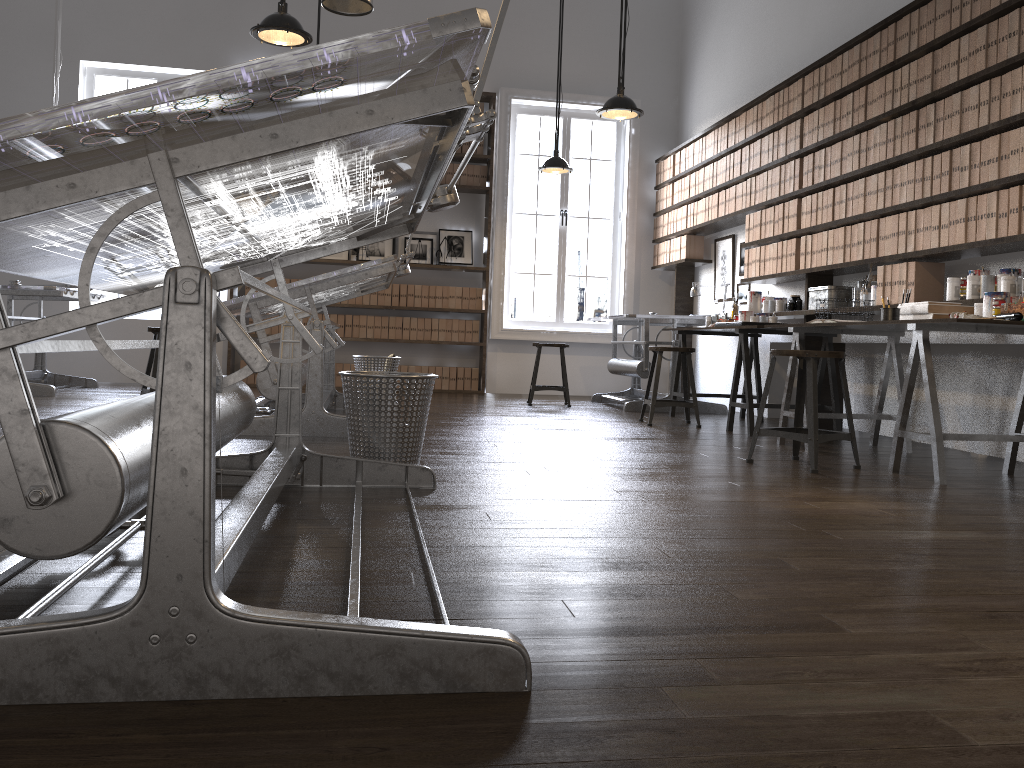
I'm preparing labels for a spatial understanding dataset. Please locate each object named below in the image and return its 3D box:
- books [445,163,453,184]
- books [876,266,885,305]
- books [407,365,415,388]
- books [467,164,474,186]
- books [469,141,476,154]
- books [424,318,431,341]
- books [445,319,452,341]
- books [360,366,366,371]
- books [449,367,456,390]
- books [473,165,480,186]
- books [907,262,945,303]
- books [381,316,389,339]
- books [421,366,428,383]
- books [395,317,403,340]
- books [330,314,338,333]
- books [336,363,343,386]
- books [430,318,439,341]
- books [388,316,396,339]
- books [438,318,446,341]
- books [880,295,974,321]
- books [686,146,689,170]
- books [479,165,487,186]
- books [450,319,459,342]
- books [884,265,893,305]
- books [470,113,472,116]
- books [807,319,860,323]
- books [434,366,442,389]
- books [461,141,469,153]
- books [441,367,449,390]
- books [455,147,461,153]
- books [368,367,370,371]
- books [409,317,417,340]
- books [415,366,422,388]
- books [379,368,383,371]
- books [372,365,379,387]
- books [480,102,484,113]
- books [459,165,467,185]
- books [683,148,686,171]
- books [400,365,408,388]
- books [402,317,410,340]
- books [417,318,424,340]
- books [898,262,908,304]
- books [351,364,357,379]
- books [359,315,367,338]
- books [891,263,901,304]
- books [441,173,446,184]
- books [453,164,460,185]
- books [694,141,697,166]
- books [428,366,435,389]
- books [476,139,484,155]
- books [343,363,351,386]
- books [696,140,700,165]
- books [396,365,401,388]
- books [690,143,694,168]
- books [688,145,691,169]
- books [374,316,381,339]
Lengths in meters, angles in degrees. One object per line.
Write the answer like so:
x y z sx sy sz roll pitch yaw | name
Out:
-0.637 -2.092 8.909 0.066 0.226 0.174 2 1 -10 | books
2.173 -0.555 5.038 0.174 0.226 0.067 2 0 -9 | books
-1.008 -0.069 8.840 0.066 0.225 0.174 2 1 -9 | books
-0.430 -2.086 8.936 0.067 0.226 0.174 2 1 -10 | books
-0.406 -2.397 8.948 0.066 0.225 0.174 2 1 -10 | books
-0.850 -0.547 8.869 0.066 0.226 0.174 2 1 -10 | books
-0.647 -0.541 8.902 0.066 0.225 0.174 2 1 -10 | books
-1.486 -0.084 8.759 0.067 0.226 0.174 2 1 -9 | books
-0.605 -0.057 8.910 0.066 0.226 0.174 2 1 -10 | books
-0.369 -2.084 8.951 0.066 0.225 0.174 2 1 -9 | books
2.225 -0.541 4.763 0.174 0.226 0.067 2 0 -9 | books
-1.266 -0.560 8.800 0.066 0.226 0.174 2 1 -9 | books
-0.880 -0.065 8.858 0.067 0.226 0.174 2 1 -10 | books
-1.129 -0.555 8.817 0.067 0.226 0.174 2 1 -10 | books
-1.757 -0.575 8.715 0.066 0.226 0.174 2 1 -10 | books
-1.701 -0.090 8.721 0.067 0.226 0.174 2 1 -9 | books
-0.780 -0.545 8.877 0.067 0.226 0.174 2 1 -9 | books
-1.192 -0.558 8.811 0.066 0.225 0.174 2 1 -9 | books
-0.709 -0.543 8.891 0.066 0.225 0.174 2 1 -10 | books
1.975 -0.350 4.251 0.385 0.147 0.295 2 2 -9 | books
1.706 -2.081 8.207 0.174 0.226 0.067 2 0 -9 | books
-0.300 -2.082 8.963 0.066 0.226 0.174 2 1 -9 | books
-0.581 -0.539 8.909 0.067 0.226 0.174 2 1 -9 | books
2.190 -0.552 4.973 0.174 0.226 0.067 2 0 -9 | books
-0.400 -2.716 8.949 0.066 0.226 0.174 2 1 -10 | books
1.733 -0.319 4.613 0.256 0.029 0.355 2 3 -9 | books
-0.745 -0.062 8.887 0.066 0.226 0.174 2 1 -9 | books
-0.478 -2.399 8.930 0.067 0.226 0.174 2 1 -9 | books
-0.674 -0.059 8.894 0.066 0.226 0.174 2 1 -10 | books
-0.553 -2.402 8.923 0.066 0.226 0.174 2 1 -10 | books
-1.414 -0.082 8.773 0.066 0.225 0.174 2 1 -10 | books
-0.987 -0.551 8.844 0.066 0.226 0.174 2 1 -9 | books
-0.947 -0.068 8.852 0.066 0.225 0.174 2 1 -9 | books
-1.286 -0.078 8.791 0.067 0.226 0.174 2 1 -9 | books
-1.353 -0.080 8.784 0.066 0.225 0.174 2 1 -10 | books
-0.329 -2.714 8.956 0.066 0.226 0.174 2 1 -9 | books
-0.496 -2.088 8.925 0.066 0.226 0.174 2 1 -9 | books
1.690 -2.084 8.276 0.174 0.226 0.067 2 0 -9 | books
-1.079 -0.072 8.826 0.067 0.226 0.174 2 1 -10 | books
-1.058 -0.553 8.829 0.066 0.226 0.174 2 1 -9 | books
-0.919 -0.549 8.860 0.066 0.226 0.174 2 1 -10 | books
2.209 -0.545 4.832 0.174 0.226 0.067 2 0 -9 | books
-1.559 -0.086 8.749 0.066 0.226 0.174 2 1 -10 | books
-1.474 -0.566 8.760 0.066 0.226 0.174 2 1 -10 | books
2.201 -0.548 4.903 0.174 0.226 0.067 2 0 -9 | books
-0.705 -2.094 8.896 0.066 0.226 0.174 2 1 -10 | books
-0.568 -2.090 8.917 0.066 0.226 0.174 2 1 -9 | books
1.738 -2.071 8.004 0.174 0.225 0.067 2 0 -9 | books
-0.815 -0.064 8.875 0.066 0.226 0.174 2 1 -9 | books
-0.331 -2.395 8.958 0.066 0.225 0.174 2 1 -9 | books
-1.630 -0.088 8.733 0.066 0.226 0.174 2 1 -10 | books
1.747 -2.067 7.942 0.174 0.225 0.067 2 0 -9 | books
-1.149 -0.074 8.819 0.066 0.226 0.174 2 1 -9 | books
1.723 -2.074 8.070 0.174 0.226 0.067 2 0 -9 | books
1.718 -2.077 8.137 0.174 0.226 0.067 2 0 -9 | books
-1.335 -0.562 8.791 0.066 0.226 0.174 2 1 -9 | books
